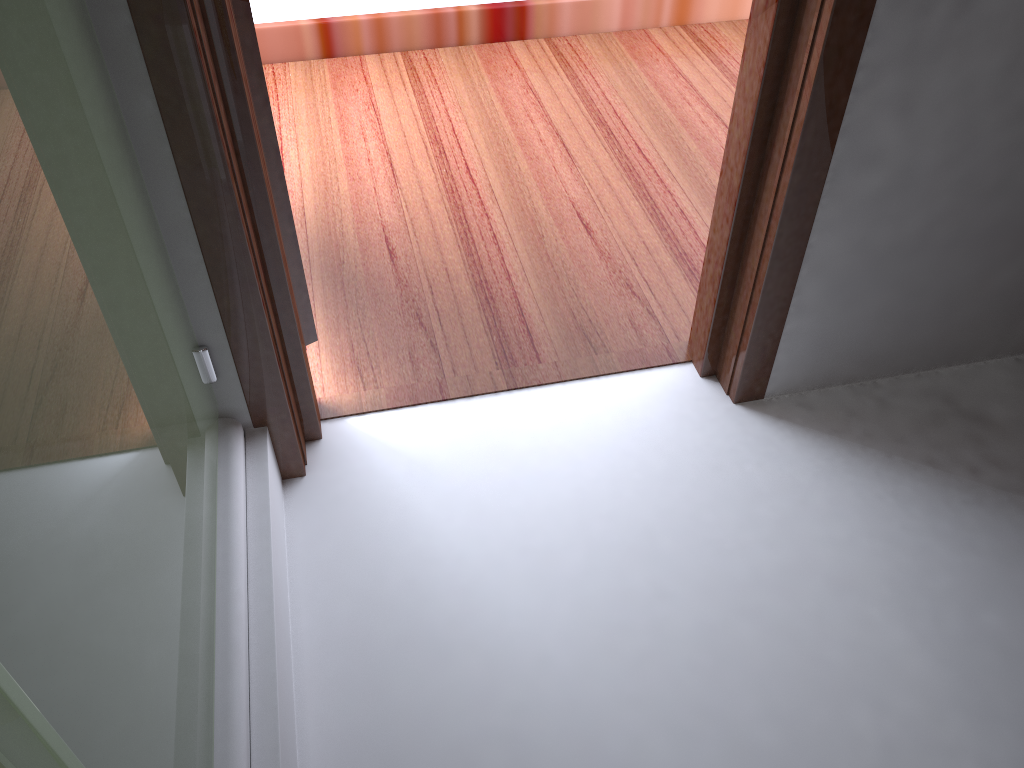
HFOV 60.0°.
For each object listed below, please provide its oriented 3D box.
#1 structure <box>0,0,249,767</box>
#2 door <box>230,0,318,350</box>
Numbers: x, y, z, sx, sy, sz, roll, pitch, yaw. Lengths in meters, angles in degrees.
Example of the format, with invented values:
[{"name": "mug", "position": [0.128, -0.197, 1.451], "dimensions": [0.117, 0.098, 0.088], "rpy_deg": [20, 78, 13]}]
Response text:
[{"name": "structure", "position": [-0.812, -0.243, 0.380], "dimensions": [1.015, 2.079, 0.765], "rpy_deg": [-9, 45, -9]}, {"name": "door", "position": [-0.528, -0.892, 1.057], "dimensions": [0.095, 1.780, 0.708], "rpy_deg": [-28, 51, -25]}]
